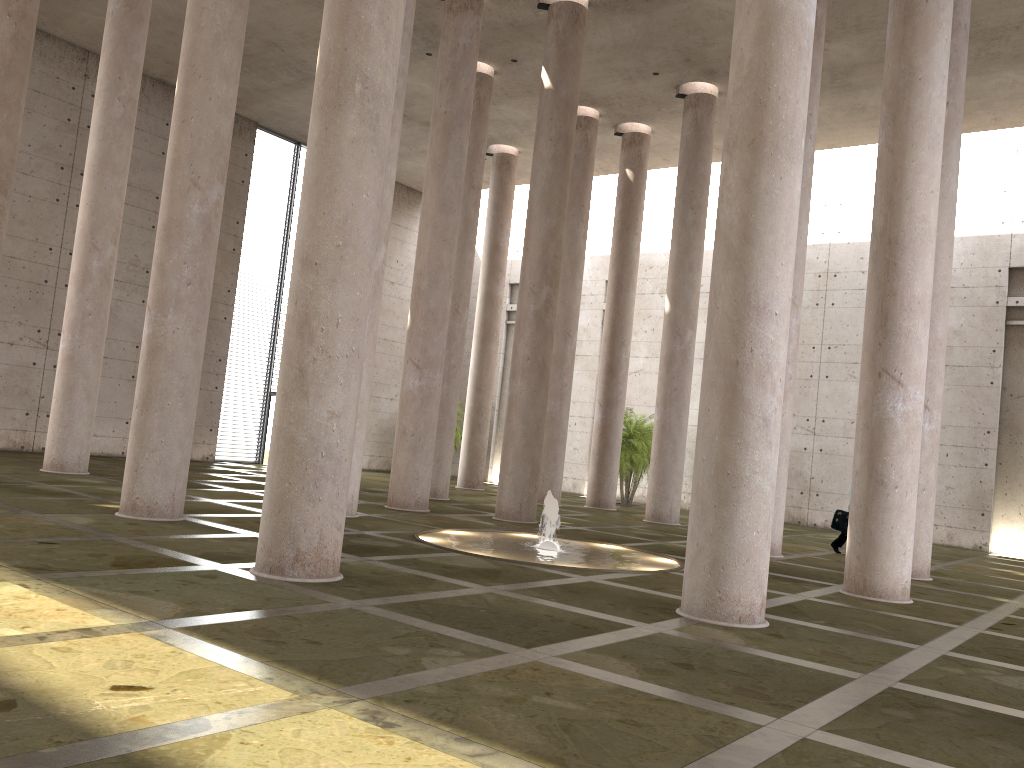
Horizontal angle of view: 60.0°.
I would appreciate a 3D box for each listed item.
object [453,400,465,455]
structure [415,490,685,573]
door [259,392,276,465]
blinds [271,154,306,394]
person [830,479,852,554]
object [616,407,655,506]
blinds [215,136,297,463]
[{"bbox_3d":[-2.794,1.831,31.798,2.483,3.247,2.333,3,-5,40],"label":"object"},{"bbox_3d":[0.559,2.192,12.987,3.913,1.279,3.916,5,-4,10],"label":"structure"},{"bbox_3d":[-7.448,1.489,28.792,0.761,2.300,2.132,5,-4,17],"label":"door"},{"bbox_3d":[-6.808,-3.512,29.289,0.202,7.905,1.676,3,-5,37],"label":"blinds"},{"bbox_3d":[6.703,2.436,17.398,0.898,1.851,0.001,3,-5,37],"label":"person"},{"bbox_3d":[3.593,2.253,26.894,2.151,3.126,2.290,5,-4,20],"label":"object"},{"bbox_3d":[-8.032,-2.628,27.836,0.202,10.110,1.676,3,-5,37],"label":"blinds"}]
